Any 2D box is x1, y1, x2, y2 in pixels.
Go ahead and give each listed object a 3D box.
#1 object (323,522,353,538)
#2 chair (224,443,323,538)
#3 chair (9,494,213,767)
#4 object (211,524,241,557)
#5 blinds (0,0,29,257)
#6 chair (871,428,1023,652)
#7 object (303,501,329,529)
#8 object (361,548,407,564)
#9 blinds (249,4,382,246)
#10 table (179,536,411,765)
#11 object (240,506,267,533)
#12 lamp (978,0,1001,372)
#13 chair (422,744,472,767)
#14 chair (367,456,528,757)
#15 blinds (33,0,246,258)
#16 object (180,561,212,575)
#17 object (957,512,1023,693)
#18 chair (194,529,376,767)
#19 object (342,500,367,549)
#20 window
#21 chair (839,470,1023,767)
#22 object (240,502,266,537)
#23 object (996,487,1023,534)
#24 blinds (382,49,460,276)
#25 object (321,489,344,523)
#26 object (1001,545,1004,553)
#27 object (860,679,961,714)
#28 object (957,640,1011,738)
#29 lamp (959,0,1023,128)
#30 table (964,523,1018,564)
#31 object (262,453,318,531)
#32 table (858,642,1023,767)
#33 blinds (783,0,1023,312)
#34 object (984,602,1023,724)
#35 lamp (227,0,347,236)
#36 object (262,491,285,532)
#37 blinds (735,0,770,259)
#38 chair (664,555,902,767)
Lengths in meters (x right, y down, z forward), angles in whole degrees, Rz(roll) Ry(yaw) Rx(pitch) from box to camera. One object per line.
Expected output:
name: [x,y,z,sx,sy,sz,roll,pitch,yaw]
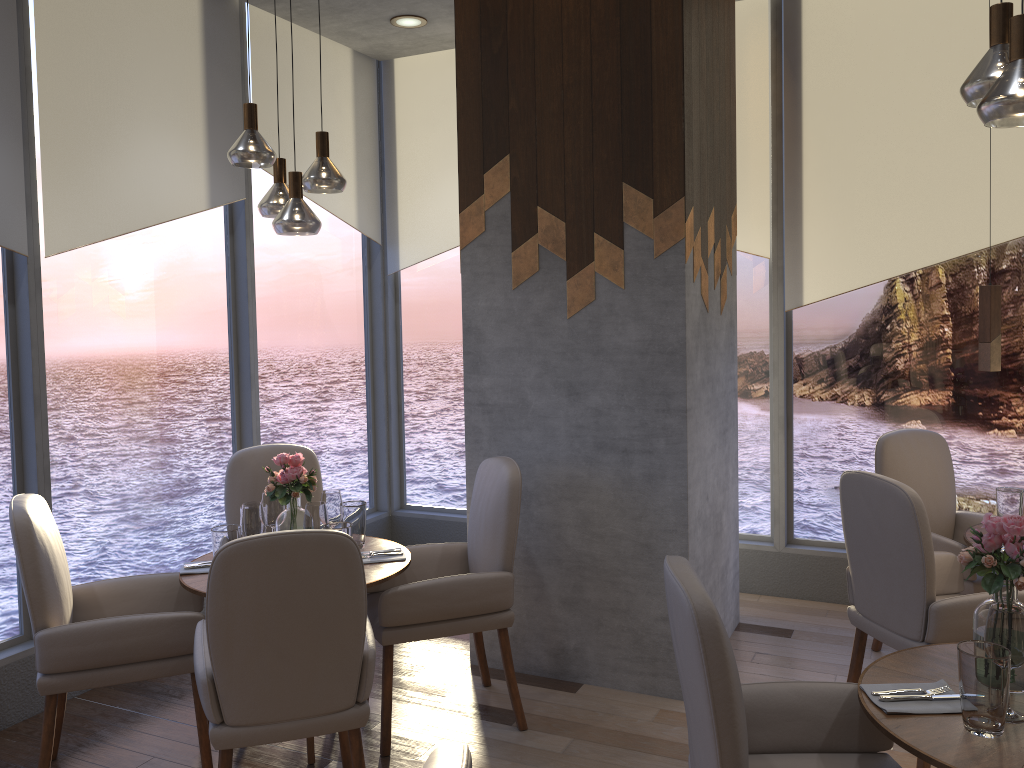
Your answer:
object: [-0.610,0.585,3.122,0.102,0.178,0.102,-1,3,-2]
chair: [-1.002,0.791,3.798,0.528,0.999,0.600,-2,3,-17]
chair: [-1.367,0.859,3.060,0.600,0.999,0.529,-2,3,-21]
object: [-1.001,0.593,3.115,0.102,0.178,0.102,2,4,43]
blinds: [-2.197,-1.790,2.918,0.007,2.676,1.175,0,3,25]
chair: [1.935,0.725,3.869,0.528,0.999,0.600,-2,3,-21]
object: [-0.701,0.549,3.183,0.092,0.244,0.092,-1,3,7]
object: [-0.530,0.645,3.341,0.255,0.019,0.158,-2,5,-14]
blinds: [-1.128,-2.185,5.159,0.007,2.676,1.175,0,3,25]
table: [-0.789,0.994,3.318,0.834,0.661,0.835,0,4,12]
object: [-1.008,0.565,3.469,0.102,0.178,0.102,1,4,36]
lamp: [2.122,-0.961,3.232,1.161,1.928,0.118,-2,3,-19]
chair: [-0.345,0.993,1.142,0.599,0.999,0.529,-1,3,7]
chair: [-0.272,0.805,3.445,0.600,0.999,0.529,-2,3,-20]
blinds: [-1.661,-1.892,4.043,0.007,2.676,1.175,0,3,25]
object: [-1.085,0.663,3.262,0.255,0.019,0.158,-2,5,-13]
object: [1.170,0.512,2.110,0.198,0.415,0.210,-2,3,-17]
chair: [-0.682,0.875,2.683,0.528,0.999,0.600,-2,3,-18]
object: [-0.620,0.556,3.479,0.102,0.178,0.102,-4,4,-38]
window: [0.472,-0.451,2.105,16.127,3.194,8.073,-3,5,-19]
chair: [1.513,0.793,3.143,0.600,0.999,0.529,-2,3,-15]
object: [-0.932,0.553,3.197,0.092,0.244,0.092,-1,3,6]
object: [1.958,0.502,3.483,0.102,0.178,0.102,-3,4,-26]
blinds: [-0.307,-2.032,5.459,1.173,2.676,0.007,0,3,26]
object: [-0.689,0.532,3.392,0.092,0.244,0.092,-3,4,-34]
object: [1.878,0.601,3.267,0.255,0.019,0.158,-3,5,-20]
object: [0.955,0.719,2.050,0.255,0.019,0.158,-1,5,0]
object: [1.004,0.651,1.888,0.102,0.178,0.102,-1,3,6]
lamp: [1.176,-1.136,1.910,0.439,1.324,0.440,1,4,33]
table: [2.164,0.931,3.332,0.835,0.661,0.834,-5,5,-44]
object: [-0.818,0.457,3.293,0.210,0.415,0.198,-3,4,-27]
table: [1.223,1.060,1.988,0.834,0.661,0.835,-1,4,0]
blinds: [1.955,-1.708,4.397,1.173,2.676,0.007,0,3,26]
object: [1.091,0.612,1.952,0.092,0.244,0.092,0,3,19]
lamp: [-0.831,-1.202,3.233,0.439,1.324,0.440,-2,3,-7]
object: [-0.918,0.535,3.408,0.092,0.244,0.092,0,3,28]
blinds: [0.821,-2.011,4.921,1.173,2.676,0.007,0,3,26]
chair: [0.657,0.901,2.017,0.600,0.999,0.529,-1,3,2]
